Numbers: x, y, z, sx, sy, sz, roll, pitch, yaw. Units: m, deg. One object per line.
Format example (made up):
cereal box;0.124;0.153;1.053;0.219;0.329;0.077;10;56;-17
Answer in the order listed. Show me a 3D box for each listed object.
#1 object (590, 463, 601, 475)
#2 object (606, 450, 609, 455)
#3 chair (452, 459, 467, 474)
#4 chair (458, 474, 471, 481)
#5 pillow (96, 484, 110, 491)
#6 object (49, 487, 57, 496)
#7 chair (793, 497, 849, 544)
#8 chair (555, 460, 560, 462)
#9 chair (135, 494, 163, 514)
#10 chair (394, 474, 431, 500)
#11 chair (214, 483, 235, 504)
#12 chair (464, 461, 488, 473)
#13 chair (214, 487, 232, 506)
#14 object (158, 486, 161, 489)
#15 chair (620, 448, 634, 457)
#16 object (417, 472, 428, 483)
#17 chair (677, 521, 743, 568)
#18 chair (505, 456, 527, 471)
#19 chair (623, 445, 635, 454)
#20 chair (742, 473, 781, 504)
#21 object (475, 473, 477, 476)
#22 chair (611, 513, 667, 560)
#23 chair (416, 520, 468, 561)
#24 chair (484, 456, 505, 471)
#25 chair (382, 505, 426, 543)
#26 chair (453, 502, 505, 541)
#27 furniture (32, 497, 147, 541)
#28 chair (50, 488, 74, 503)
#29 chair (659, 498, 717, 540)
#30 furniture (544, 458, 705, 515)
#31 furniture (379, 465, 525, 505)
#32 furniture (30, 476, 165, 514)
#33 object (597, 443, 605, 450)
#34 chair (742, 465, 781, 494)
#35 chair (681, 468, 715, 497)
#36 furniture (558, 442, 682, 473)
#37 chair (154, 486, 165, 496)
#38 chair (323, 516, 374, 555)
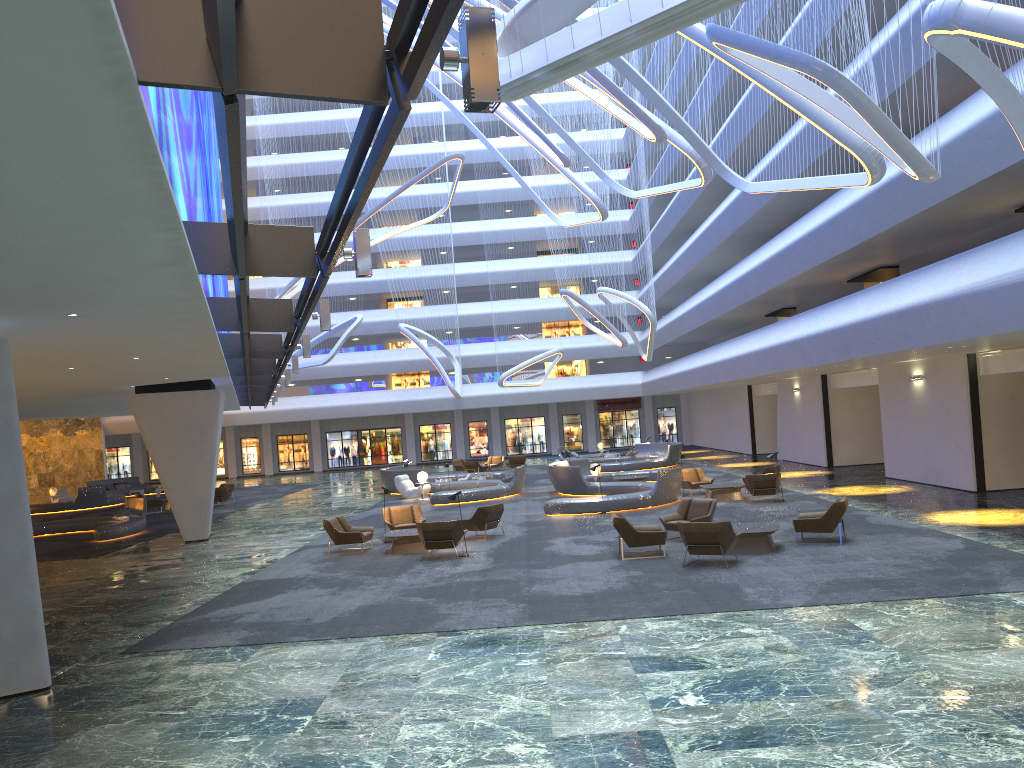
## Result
object;2.715;2.771;28.784;0.367;0.387;0.318;-4;-1;8
object;4.919;3.521;45.429;0.131;0.252;0.103;-4;-1;-16
chair;-2.492;4.188;44.848;0.940;0.766;0.928;-6;-2;44
chair;-2.398;3.981;36.150;1.783;0.501;0.586;-3;-2;-35
pillow;-20.994;5.329;45.532;0.315;0.386;0.784;-4;-2;17
object;-21.199;4.966;40.965;0.367;0.387;0.318;-4;-1;8
chair;5.655;2.502;16.212;0.939;0.766;0.929;-5;-2;25
chair;2.338;3.889;42.713;0.587;0.501;0.490;-5;-2;35
chair;-14.117;4.631;34.473;0.938;0.766;0.931;-3;-2;-28
chair;-3.588;3.722;32.123;1.158;0.882;0.728;-5;-1;20
chair;-12.197;4.597;37.217;0.931;0.766;0.938;-5;-2;39
chair;-1.734;4.029;42.128;0.931;0.766;0.938;-5;-2;42
chair;-11.728;4.490;35.310;0.929;0.766;0.939;-4;-1;-1
object;-17.691;5.192;44.527;0.071;0.118;0.151;-5;-1;36
chair;5.952;3.542;43.928;0.940;0.766;0.929;-5;-2;34
object;-3.162;3.293;31.335;0.366;0.387;0.318;-4;-1;-17
chair;3.274;2.617;14.702;0.930;0.766;0.938;-5;-2;28
chair;0.229;3.948;43.728;0.928;0.766;0.940;-4;-2;-21
chair;6.405;3.598;46.239;0.938;0.766;0.931;-3;-2;-40
chair;6.536;2.703;23.126;0.929;0.766;0.939;-4;-1;7
object;-1.481;3.695;36.039;0.071;0.118;0.151;-4;-1;11
chair;2.313;2.741;16.124;0.939;0.766;0.930;-4;-1;3
chair;-1.388;3.065;17.613;0.929;0.766;0.939;-4;-1;7
chair;-0.857;4.089;45.363;0.930;0.766;0.938;-5;-1;19
chair;-2.529;3.268;20.763;0.929;0.766;0.940;-4;-1;-16
chair;-0.701;3.109;20.055;0.940;0.766;0.929;-5;-2;34
furniture;-15.889;4.347;27.222;9.934;0.969;5.185;-5;-2;18
chair;-21.250;5.372;41.871;0.728;0.882;1.159;-3;-2;-45
chair;3.562;2.708;17.638;0.938;0.766;0.931;-3;-2;-38
furniture;3.068;3.000;27.808;5.189;0.969;9.925;-5;-2;18
furniture;-2.433;3.617;33.565;5.183;0.969;9.936;-4;-2;-7
furniture;-19.615;5.209;42.696;5.189;0.969;9.925;-5;-2;18
object;4.824;3.365;48.052;0.366;0.387;0.318;-4;-1;-17
chair;7.223;2.747;25.568;0.940;0.766;0.929;-5;-2;34
chair;5.396;2.906;26.276;0.929;0.766;0.940;-4;-1;-16
furniture;5.081;3.428;42.817;5.184;0.969;9.934;-4;-2;-3
chair;-17.898;5.446;45.148;0.587;0.501;0.491;-5;-1;17
chair;-3.570;3.291;19.399;0.939;0.766;0.929;-4;-1;9
